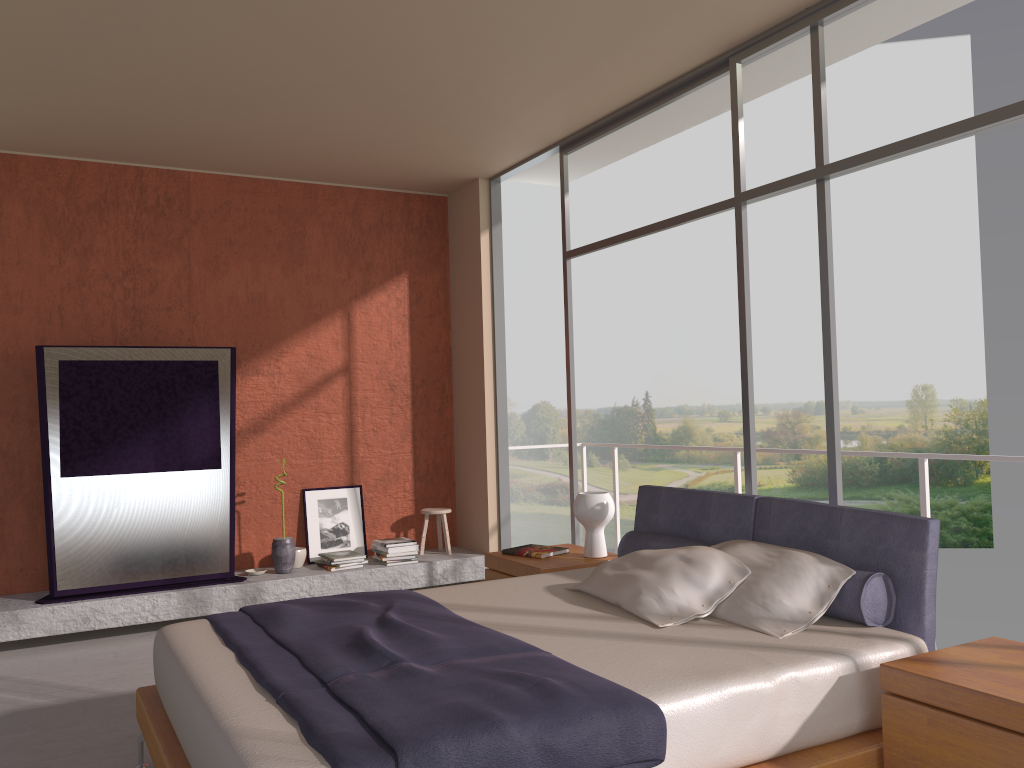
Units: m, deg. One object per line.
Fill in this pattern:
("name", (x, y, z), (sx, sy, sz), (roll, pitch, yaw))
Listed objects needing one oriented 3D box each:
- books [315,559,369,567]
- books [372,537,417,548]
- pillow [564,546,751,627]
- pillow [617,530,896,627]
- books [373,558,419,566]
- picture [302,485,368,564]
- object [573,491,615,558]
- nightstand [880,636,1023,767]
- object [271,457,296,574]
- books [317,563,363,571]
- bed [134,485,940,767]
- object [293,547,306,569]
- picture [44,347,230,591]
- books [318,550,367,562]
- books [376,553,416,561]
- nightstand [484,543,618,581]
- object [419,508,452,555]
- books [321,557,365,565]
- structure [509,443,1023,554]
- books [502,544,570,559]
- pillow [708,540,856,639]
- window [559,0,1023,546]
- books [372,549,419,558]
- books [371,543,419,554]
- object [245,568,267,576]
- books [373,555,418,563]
("books", (-1.233, 1.286, 6.419), (0.247, 0.018, 0.328), (0, -2, -44))
("books", (-0.871, 1.177, 6.587), (0.247, 0.025, 0.287), (-1, -2, -29))
("pillow", (0.567, 0.795, 3.630), (0.431, 0.264, 0.869), (-1, -2, -21))
("pillow", (0.946, 0.788, 3.740), (0.205, 0.201, 1.470), (-1, -2, -29))
("books", (-0.865, 1.307, 6.578), (0.247, 0.018, 0.328), (-1, -2, -27))
("picture", (-1.333, 1.055, 6.692), (0.458, 0.550, 0.117), (-1, -2, -29))
("object", (0.443, 0.754, 4.761), (0.224, 0.338, 0.224), (-1, -2, -17))
("nightstand", (1.511, 1.104, 2.524), (0.562, 0.556, 0.628), (-1, -2, -29))
("object", (-1.612, 0.922, 6.236), (0.165, 0.810, 0.165), (-2, -2, -5))
("books", (-1.240, 1.309, 6.404), (0.247, 0.025, 0.287), (-1, -2, -32))
("bed", (0.038, 0.977, 3.252), (2.462, 0.959, 2.017), (-1, -2, -29))
("object", (-1.582, 1.264, 6.430), (0.179, 0.137, 0.180), (-1, -2, -16))
("picture", (-2.379, 0.511, 5.733), (1.129, 1.496, 0.126), (-1, -2, -29))
("books", (-1.228, 1.242, 6.412), (0.247, 0.018, 0.328), (-1, -2, -32))
("books", (-0.860, 1.268, 6.561), (0.247, 0.025, 0.287), (-1, -2, -18))
("nightstand", (0.248, 1.212, 4.840), (0.562, 0.556, 0.628), (-1, -2, -29))
("object", (-0.574, 1.148, 6.903), (0.260, 0.349, 0.257), (-3, -2, 31))
("books", (-1.224, 1.263, 6.408), (0.247, 0.025, 0.287), (-1, -2, -26))
("structure", (2.115, 0.826, 3.653), (0.728, 1.005, 7.689), (-1, -2, -29))
("books", (0.131, 0.927, 4.917), (0.287, 0.025, 0.247), (-3, -2, 42))
("pillow", (0.900, 0.769, 3.405), (0.400, 0.265, 0.791), (-1, -2, -26))
("window", (1.827, -0.161, 3.321), (0.075, 3.133, 6.106), (-1, -2, -29))
("books", (-0.867, 1.241, 6.580), (0.247, 0.027, 0.328), (-1, -2, -27))
("books", (-0.868, 1.208, 6.581), (0.247, 0.038, 0.319), (-1, -2, -31))
("object", (-1.785, 1.319, 6.186), (0.152, 0.040, 0.152), (-2, -2, 6))
("books", (-0.868, 1.290, 6.584), (0.247, 0.018, 0.287), (-1, -2, -29))
